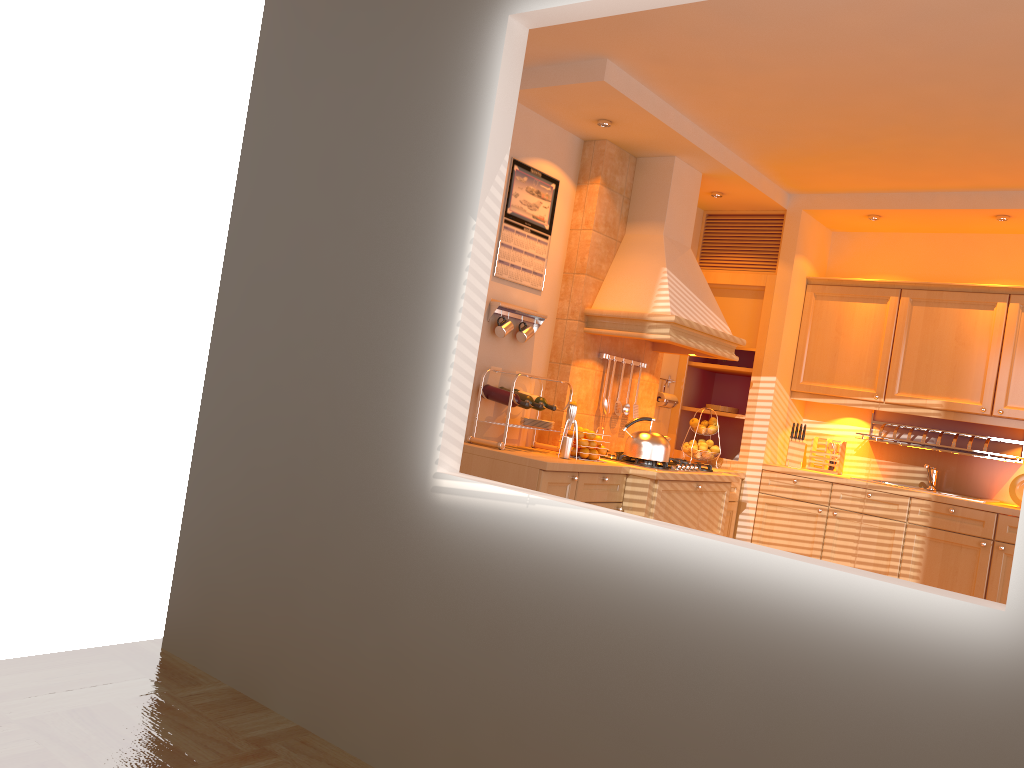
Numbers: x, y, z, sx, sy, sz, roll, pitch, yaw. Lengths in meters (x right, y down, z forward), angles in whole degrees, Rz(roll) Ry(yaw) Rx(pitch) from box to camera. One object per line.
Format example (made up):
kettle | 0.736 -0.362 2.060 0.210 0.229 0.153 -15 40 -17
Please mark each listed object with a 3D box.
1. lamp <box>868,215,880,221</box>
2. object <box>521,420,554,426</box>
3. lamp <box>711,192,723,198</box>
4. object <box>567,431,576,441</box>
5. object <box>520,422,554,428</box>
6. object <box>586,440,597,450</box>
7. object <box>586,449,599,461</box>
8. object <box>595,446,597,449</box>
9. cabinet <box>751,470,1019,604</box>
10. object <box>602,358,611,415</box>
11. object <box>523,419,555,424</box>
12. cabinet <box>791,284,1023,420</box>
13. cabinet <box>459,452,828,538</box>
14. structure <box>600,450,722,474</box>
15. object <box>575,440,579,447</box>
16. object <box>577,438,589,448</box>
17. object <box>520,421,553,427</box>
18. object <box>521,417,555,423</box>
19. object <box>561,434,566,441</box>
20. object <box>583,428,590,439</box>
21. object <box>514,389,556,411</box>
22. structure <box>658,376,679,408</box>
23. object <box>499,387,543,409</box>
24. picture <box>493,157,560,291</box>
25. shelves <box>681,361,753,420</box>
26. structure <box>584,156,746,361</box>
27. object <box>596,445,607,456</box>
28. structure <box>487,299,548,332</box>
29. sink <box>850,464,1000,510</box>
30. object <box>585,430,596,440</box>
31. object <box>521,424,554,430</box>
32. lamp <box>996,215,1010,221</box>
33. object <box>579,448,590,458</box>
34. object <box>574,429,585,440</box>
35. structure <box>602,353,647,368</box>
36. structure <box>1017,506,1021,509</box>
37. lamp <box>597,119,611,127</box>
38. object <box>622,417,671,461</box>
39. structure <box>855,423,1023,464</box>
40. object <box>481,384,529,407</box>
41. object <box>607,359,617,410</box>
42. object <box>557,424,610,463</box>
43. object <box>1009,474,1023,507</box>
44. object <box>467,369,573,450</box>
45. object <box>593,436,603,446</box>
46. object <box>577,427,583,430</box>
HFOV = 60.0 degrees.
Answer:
lamp | 2.270 -1.041 5.560 0.070 0.021 0.070 9 0 -1
object | 0.133 0.204 4.614 0.172 0.011 0.163 9 0 7
lamp | 1.294 -1.194 5.602 0.070 0.021 0.070 9 0 21
object | 0.310 0.264 4.531 0.063 0.051 0.053 9 -1 44
object | 0.131 0.217 4.613 0.172 0.011 0.163 9 0 7
object | 0.401 0.307 4.511 0.052 0.053 0.062 9 -1 -30
object | 0.405 0.360 4.525 0.074 0.063 0.064 9 0 18
object | 0.415 0.327 4.605 0.051 0.055 0.061 9 0 -23
cabinet | 2.927 0.819 4.962 3.000 1.700 0.625 9 -1 38
object | 0.544 0.013 5.037 0.028 0.323 0.055 9 -1 38
object | 0.134 0.198 4.614 0.172 0.011 0.163 9 0 7
cabinet | 2.698 -0.187 5.454 1.792 0.712 0.332 9 -1 38
cabinet | 0.915 0.939 5.087 1.141 0.840 2.850 9 -1 38
structure | 0.797 0.433 5.021 0.494 0.051 0.797 9 -1 38
object | 0.347 0.295 4.524 0.051 0.053 0.064 9 0 1
object | 0.357 0.298 4.468 0.063 0.051 0.053 9 -1 -33
object | 0.132 0.211 4.614 0.172 0.011 0.163 9 0 7
object | 0.135 0.191 4.614 0.172 0.011 0.163 9 0 7
object | 0.281 0.288 4.565 0.060 0.055 0.053 9 -1 41
object | 0.377 0.255 4.549 0.063 0.053 0.051 9 0 0
object | 0.113 0.086 4.571 0.282 0.095 0.076 9 -1 38
structure | 1.012 0.045 5.862 0.126 0.220 0.320 9 -1 38
object | 0.043 0.075 4.480 0.282 0.095 0.076 9 -1 38
picture | 0.083 -0.820 4.617 0.009 0.605 0.417 9 -1 38
shelves | 1.516 0.248 6.153 0.600 0.702 0.582 9 -1 38
structure | 2.490 -0.442 4.720 4.091 1.148 1.061 9 0 12
object | 0.458 0.341 4.551 0.052 0.054 0.061 9 0 -25
structure | 0.033 -0.348 4.597 0.069 0.118 0.405 9 -1 38
sink | 2.482 0.648 5.341 0.746 0.336 0.465 9 -1 38
object | 0.397 0.261 4.494 0.063 0.051 0.053 9 -1 -45
object | 0.130 0.224 4.613 0.172 0.011 0.163 9 0 7
lamp | 2.832 -0.956 5.120 0.070 0.021 0.070 9 0 -13
object | 0.365 0.347 4.480 0.052 0.057 0.060 9 0 0
object | 0.344 0.256 4.489 0.057 0.060 0.052 9 0 -14
structure | 0.663 -0.135 5.194 0.009 0.024 0.506 9 -1 38
structure | 2.913 0.703 4.993 0.084 0.010 0.219 9 -1 41
lamp | 0.472 -1.332 4.538 0.070 0.021 0.070 9 0 21
object | 0.732 0.286 4.738 0.242 0.215 0.251 9 0 25
structure | 2.624 0.350 5.463 0.900 0.126 0.300 9 -1 38
object | -0.028 0.063 4.389 0.282 0.095 0.076 9 -1 38
object | 0.571 0.016 5.089 0.006 0.319 0.028 9 -1 38
object | 0.370 0.297 4.559 0.207 0.174 0.189 9 -1 -37
object | 2.894 0.597 4.957 0.205 0.200 0.049 9 -1 40
object | 0.061 0.144 4.528 0.221 0.379 0.572 9 -1 38
object | 0.439 0.291 4.551 0.053 0.052 0.061 9 0 11
object | 0.355 0.253 4.623 0.059 0.060 0.050 9 0 -2
